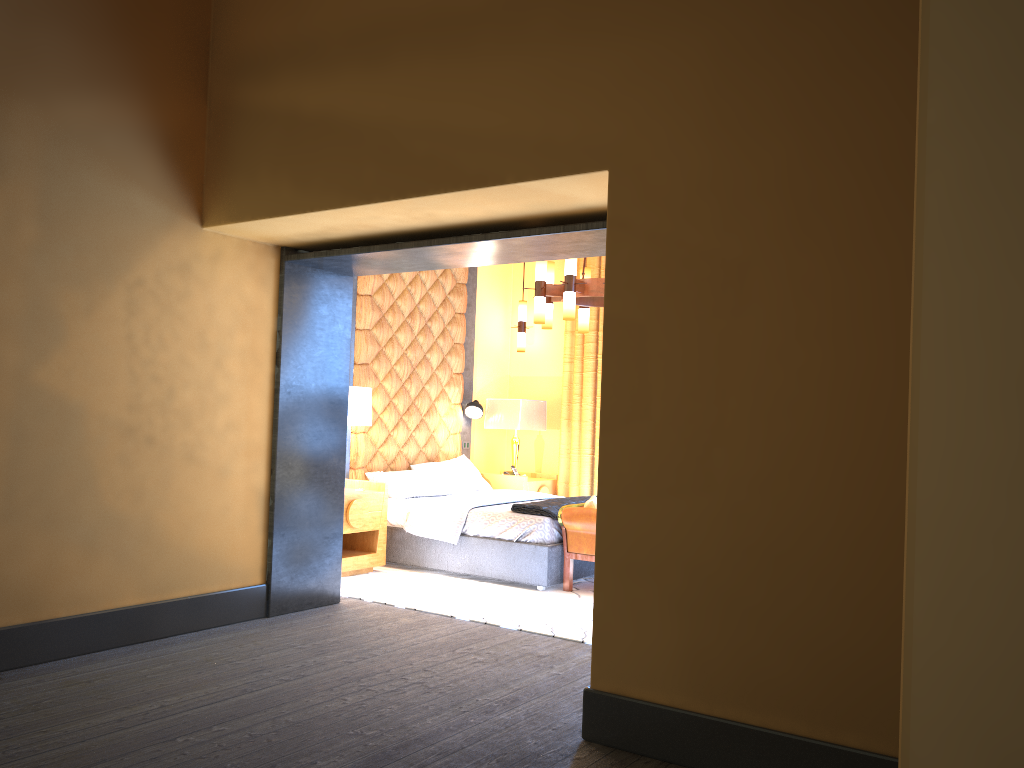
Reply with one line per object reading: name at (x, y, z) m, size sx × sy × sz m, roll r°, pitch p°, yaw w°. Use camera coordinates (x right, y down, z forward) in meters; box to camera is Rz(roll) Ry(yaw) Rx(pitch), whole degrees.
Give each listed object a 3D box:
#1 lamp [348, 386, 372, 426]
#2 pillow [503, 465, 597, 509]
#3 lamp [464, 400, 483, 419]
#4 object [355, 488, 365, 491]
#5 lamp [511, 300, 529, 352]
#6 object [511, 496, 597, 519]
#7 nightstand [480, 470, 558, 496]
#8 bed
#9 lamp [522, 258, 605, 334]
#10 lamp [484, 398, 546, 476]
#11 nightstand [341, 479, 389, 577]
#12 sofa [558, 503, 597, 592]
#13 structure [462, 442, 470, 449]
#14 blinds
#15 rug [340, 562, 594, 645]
lamp at (-1.402, 0.414, 6.800) m, size 0.424 × 0.802 × 0.506 m, roll 1°, pitch -2°, yaw 34°
pillow at (0.773, 0.985, 7.658) m, size 1.147 × 0.407 × 2.629 m, roll 3°, pitch -2°, yaw -14°
lamp at (-0.192, 0.272, 8.741) m, size 0.568 × 0.218 × 0.231 m, roll 2°, pitch -2°, yaw -9°
object at (-1.177, 0.820, 6.860) m, size 0.064 × 0.018 × 0.111 m, roll 2°, pitch -2°, yaw -1°
lamp at (0.104, -0.595, 9.172) m, size 0.199 × 0.531 × 0.199 m, roll 2°, pitch -1°, yaw -11°
object at (0.538, 0.964, 7.076) m, size 0.405 × 0.104 × 1.462 m, roll 1°, pitch -3°, yaw 34°
nightstand at (0.016, 1.246, 8.950) m, size 0.720 × 0.690 × 0.681 m, roll 1°, pitch -2°, yaw 34°
bed at (-0.134, 1.063, 7.530) m, size 2.106 × 0.824 × 1.890 m, roll 1°, pitch -3°, yaw 34°
lamp at (0.714, -1.513, 6.764) m, size 1.141 × 2.167 × 1.141 m, roll 3°, pitch -2°, yaw -34°
lamp at (0.032, 0.556, 8.861) m, size 0.424 × 0.802 × 0.506 m, roll 1°, pitch -2°, yaw 34°
nightstand at (-1.440, 1.094, 6.775) m, size 0.720 × 0.699 × 0.709 m, roll 1°, pitch -2°, yaw 34°
sofa at (1.022, 1.216, 6.838) m, size 0.650 × 0.640 × 1.616 m, roll 1°, pitch -3°, yaw 34°
structure at (-0.457, 0.606, 8.779) m, size 0.016 × 0.071 × 0.103 m, roll 1°, pitch -2°, yaw 34°
blinds at (1.536, -0.450, 8.242) m, size 2.450 × 4.144 × 0.134 m, roll 1°, pitch -2°, yaw 34°
rug at (0.520, 1.517, 6.860) m, size 3.701 × 0.016 × 3.390 m, roll 1°, pitch -3°, yaw 34°
